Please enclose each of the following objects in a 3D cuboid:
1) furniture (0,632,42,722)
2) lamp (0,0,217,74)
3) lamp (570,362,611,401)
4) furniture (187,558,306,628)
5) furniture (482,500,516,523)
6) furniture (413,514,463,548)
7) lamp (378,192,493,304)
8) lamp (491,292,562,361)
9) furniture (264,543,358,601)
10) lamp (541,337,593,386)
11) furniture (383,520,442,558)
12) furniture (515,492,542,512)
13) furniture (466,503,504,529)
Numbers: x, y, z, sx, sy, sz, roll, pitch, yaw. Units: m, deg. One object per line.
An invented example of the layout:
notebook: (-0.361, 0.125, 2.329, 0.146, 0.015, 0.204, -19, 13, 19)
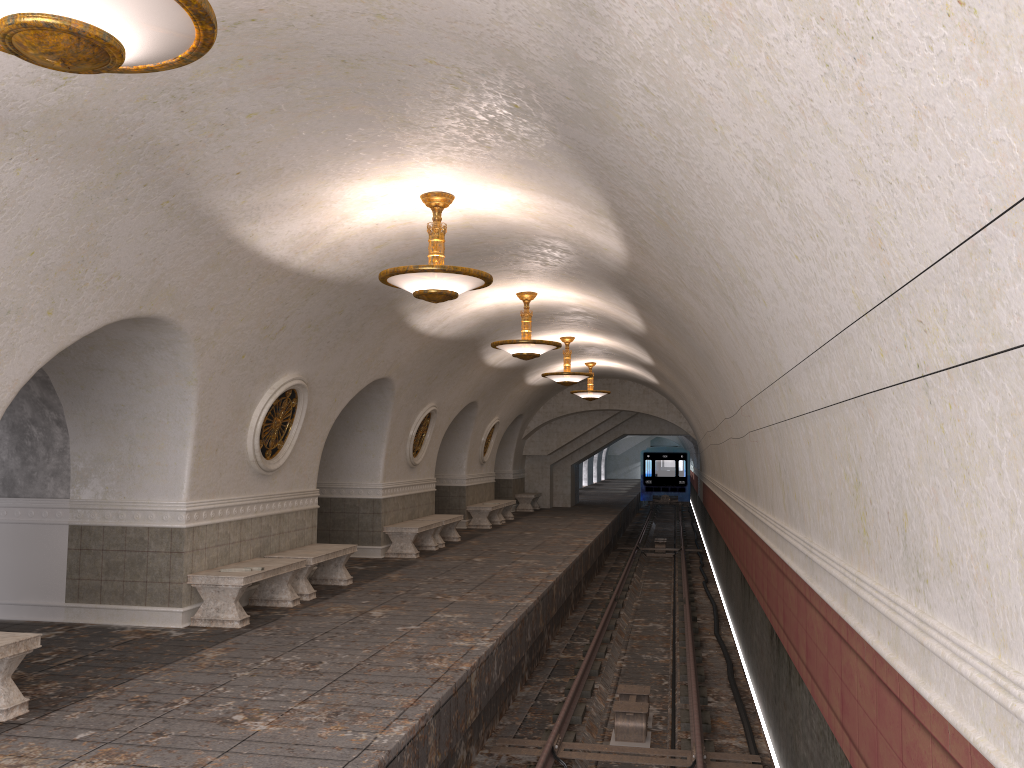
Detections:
furniture: (-3.582, 1.866, 5.231, 0.613, 0.508, 1.509, 0, -5, 10)
lamp: (-1.548, -1.568, 3.089, 1.008, 0.955, 1.008, 1, -5, -5)
lamp: (1.952, -0.047, 22.060, 1.008, 0.955, 1.008, 3, -5, -33)
furniture: (-2.799, 2.206, 9.474, 0.613, 0.508, 1.509, 0, -5, 10)
furniture: (-0.328, 3.280, 22.870, 0.613, 0.508, 1.509, 0, -5, 10)
furniture: (-1.406, 2.811, 17.025, 0.613, 0.508, 1.509, 0, -5, 10)
lamp: (-0.668, -1.186, 7.856, 1.008, 0.955, 1.008, 1, -5, -5)
lamp: (0.205, -0.806, 12.591, 1.008, 0.955, 1.008, -2, -5, 26)
furniture: (-2.495, 2.338, 11.122, 0.613, 0.508, 1.509, 0, -5, 10)
lamp: (1.078, -0.427, 17.325, 1.008, 0.955, 1.008, -2, -5, 26)
furniture: (-1.710, 2.679, 15.377, 0.613, 0.508, 1.509, 0, -5, 10)
furniture: (0.508, 3.643, 27.401, 0.613, 0.508, 1.509, 0, -5, 10)
furniture: (-0.632, 3.147, 21.222, 0.613, 0.508, 1.509, 0, -5, 10)
